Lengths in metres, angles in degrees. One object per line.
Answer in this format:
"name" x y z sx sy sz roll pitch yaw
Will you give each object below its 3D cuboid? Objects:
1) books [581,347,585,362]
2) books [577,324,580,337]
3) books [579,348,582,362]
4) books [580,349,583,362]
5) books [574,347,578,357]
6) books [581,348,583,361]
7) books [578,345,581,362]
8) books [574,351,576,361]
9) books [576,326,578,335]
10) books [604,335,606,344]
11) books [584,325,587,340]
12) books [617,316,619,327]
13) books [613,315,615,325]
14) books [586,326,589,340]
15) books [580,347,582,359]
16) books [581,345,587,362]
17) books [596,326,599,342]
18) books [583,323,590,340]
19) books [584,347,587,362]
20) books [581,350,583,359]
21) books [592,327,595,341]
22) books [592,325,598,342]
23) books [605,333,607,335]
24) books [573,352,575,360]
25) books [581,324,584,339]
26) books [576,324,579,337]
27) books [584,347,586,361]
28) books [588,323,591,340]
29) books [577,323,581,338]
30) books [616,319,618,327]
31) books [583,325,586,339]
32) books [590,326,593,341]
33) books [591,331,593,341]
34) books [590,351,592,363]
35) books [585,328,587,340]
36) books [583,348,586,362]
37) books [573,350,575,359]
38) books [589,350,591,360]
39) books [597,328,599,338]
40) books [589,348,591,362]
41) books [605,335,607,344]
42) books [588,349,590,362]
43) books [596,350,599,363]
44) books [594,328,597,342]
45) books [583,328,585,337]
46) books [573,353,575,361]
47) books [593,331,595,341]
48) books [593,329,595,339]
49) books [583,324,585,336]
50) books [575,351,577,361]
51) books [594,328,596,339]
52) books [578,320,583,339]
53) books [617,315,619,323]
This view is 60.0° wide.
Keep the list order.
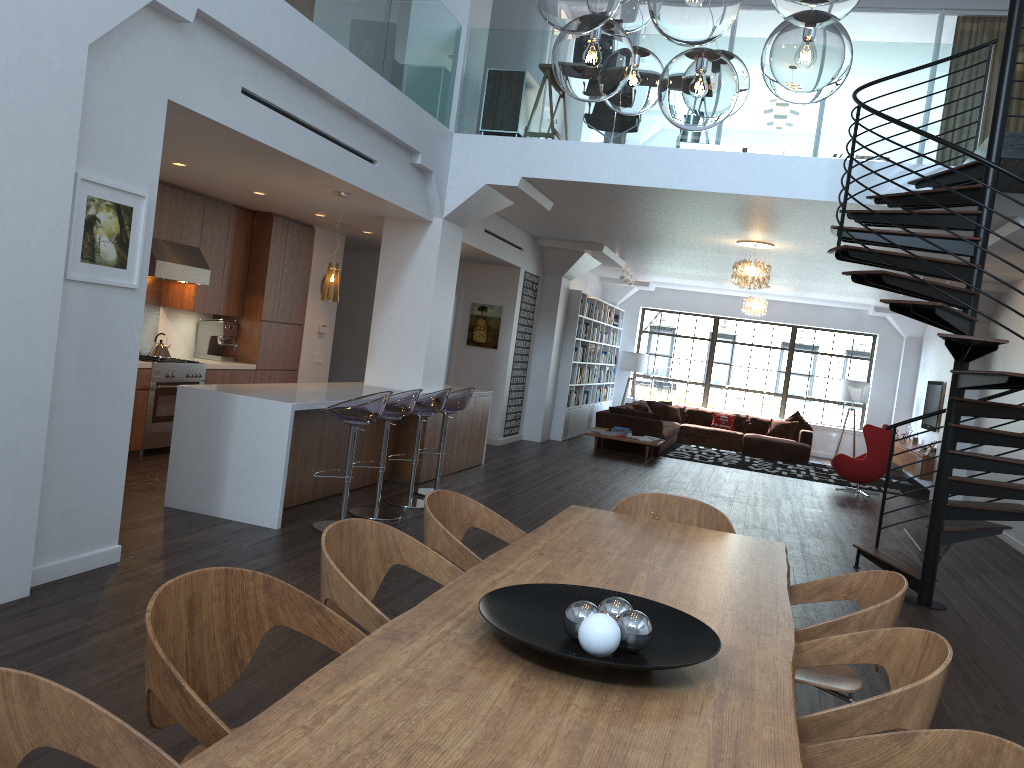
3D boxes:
"books" 1.127 -0.508 14.990 0.182 0.253 0.034 8 3 16
"books" 0.993 -0.865 14.309 0.172 0.235 0.112 8 3 16
"books" 1.057 -0.499 14.751 0.174 0.239 0.045 8 3 16
"books" 1.092 -0.491 14.865 0.161 0.223 0.027 8 3 16
"books" 0.990 -0.491 14.487 0.140 0.231 0.042 8 3 16
"books" 1.098 -0.497 14.925 0.167 0.230 0.037 8 3 16
"books" 1.034 -0.524 14.678 0.176 0.290 0.053 8 3 16
"books" 0.972 -0.456 14.403 0.120 0.167 0.020 8 3 16
"books" 0.969 -0.857 14.252 0.161 0.218 0.101 8 3 16
"books" 1.709 -0.856 16.851 0.120 0.167 0.020 8 3 16
"books" 1.157 -0.884 14.960 0.183 0.253 0.042 8 3 16
"books" 2.056 -1.281 17.919 0.183 0.253 0.042 8 3 16
"books" 1.928 -1.259 17.423 0.161 0.223 0.032 8 3 16
"books" 1.197 -0.877 15.066 0.174 0.240 0.054 8 3 16
"books" 1.068 -0.503 14.801 0.170 0.245 0.057 8 3 16
"books" 1.190 -0.529 15.218 0.176 0.294 0.102 8 3 16
"books" 1.439 -0.908 15.928 0.197 0.283 0.065 8 3 16
"books" 1.213 -0.903 15.180 0.198 0.284 0.049 8 3 16
"books" 1.180 -0.509 15.156 0.182 0.253 0.034 8 3 16
"books" 1.097 -0.492 14.892 0.161 0.223 0.026 8 3 16
"books" 1.342 -0.888 15.554 0.182 0.253 0.034 8 3 16
"books" 1.427 -0.910 15.869 0.176 0.290 0.053 8 3 16
"books" 1.747 -0.876 17.016 0.127 0.200 0.020 8 3 16
"books" 0.941 -0.463 14.334 0.128 0.178 0.022 8 3 16
"books" 1.096 -0.881 14.729 0.183 0.253 0.042 8 3 16
"books" 0.981 -0.864 14.279 0.152 0.232 0.104 8 3 16
"books" 1.161 -0.510 15.126 0.182 0.253 0.034 8 3 16
"books" 1.243 -0.904 15.225 0.176 0.291 0.053 8 3 16
"books" 1.012 -0.870 14.390 0.174 0.242 0.105 8 3 16
"books" 2.032 -1.280 17.835 0.183 0.253 0.042 8 3 16
"books" 1.140 -0.879 14.889 0.171 0.246 0.039 8 3 16
"books" 1.300 -0.885 15.386 0.182 0.253 0.034 8 3 16
"books" 1.315 -0.880 15.458 0.174 0.239 0.045 8 3 16
"books" 1.328 -0.491 15.706 0.161 0.207 0.135 8 3 15
"books" 1.179 -0.867 14.992 0.161 0.223 0.032 8 3 16
"books" 1.155 -0.502 15.086 0.174 0.239 0.045 8 3 16
"books" 0.933 -0.466 14.309 0.134 0.184 0.030 8 3 16
"books" 1.289 -0.498 15.553 0.161 0.223 0.032 8 3 16
"books" 1.470 -0.890 15.996 0.159 0.250 0.026 8 3 16
"books" 1.287 -0.516 15.591 0.183 0.253 0.042 8 3 16
"books" 1.738 -0.864 16.974 0.128 0.178 0.021 8 3 16
"books" 1.265 -0.506 15.481 0.174 0.240 0.054 8 3 16
"books" 1.479 -0.519 16.232 0.174 0.251 0.051 8 3 16
"books" 1.408 -0.884 15.794 0.174 0.239 0.045 8 3 16
"books" 1.127 -0.881 14.852 0.160 0.251 0.039 8 3 16
"books" 0.954 -0.459 14.350 0.109 0.171 0.018 8 3 16
"books" 1.377 -0.874 15.679 0.161 0.223 0.027 8 3 16
"books" 1.368 -0.874 15.654 0.161 0.223 0.026 8 3 16
"books" 1.114 -0.886 14.814 0.180 0.259 0.042 8 3 16
"books" 0.992 -0.456 14.451 0.107 0.167 0.017 8 3 16
"books" 1.391 -0.887 15.746 0.170 0.245 0.057 8 3 16
"books" 1.045 -0.893 14.461 0.176 0.290 0.053 8 3 16
"books" 2.041 -1.281 17.877 0.183 0.253 0.042 8 3 16
